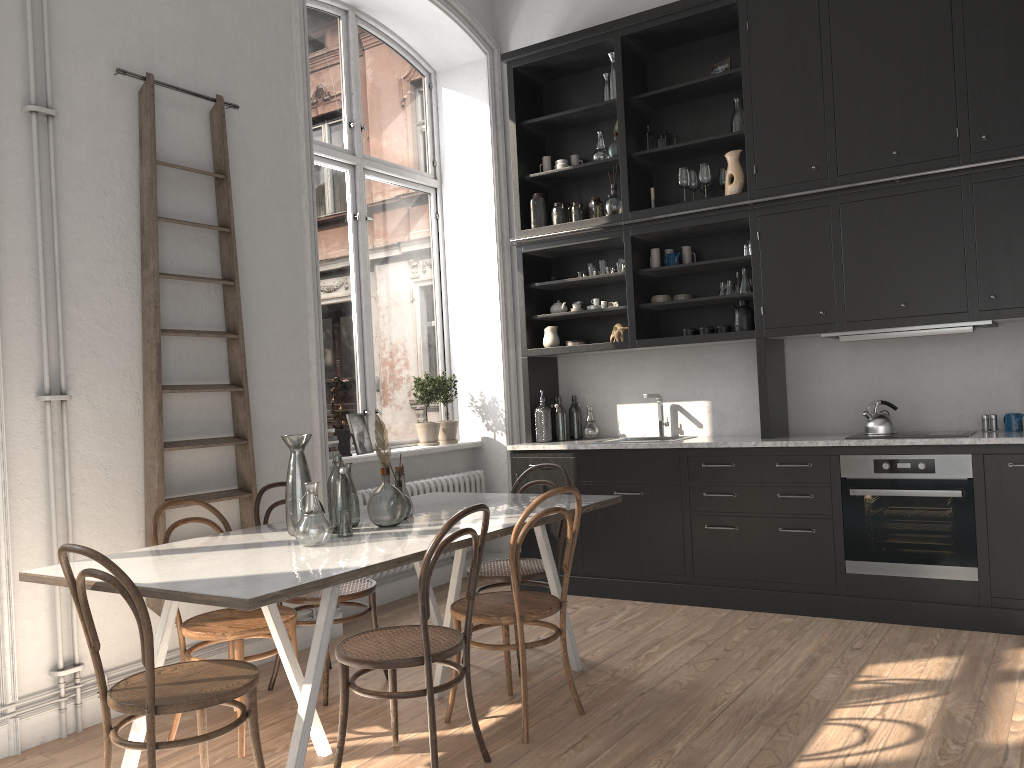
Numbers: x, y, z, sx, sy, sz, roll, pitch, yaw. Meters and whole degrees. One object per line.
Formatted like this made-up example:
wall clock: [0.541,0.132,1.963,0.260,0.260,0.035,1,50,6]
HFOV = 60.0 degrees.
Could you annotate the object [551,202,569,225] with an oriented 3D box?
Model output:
object: [0.321,-1.124,5.916,0.114,0.155,0.114,-3,-1,36]

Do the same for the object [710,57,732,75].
object: [1.289,-1.908,5.430,0.055,0.121,0.167,-3,-1,-32]

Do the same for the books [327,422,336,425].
books: [-1.190,0.241,5.252,0.174,0.019,0.243,-3,-1,33]

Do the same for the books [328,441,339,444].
books: [-1.186,0.353,5.255,0.193,0.014,0.255,-4,-1,36]

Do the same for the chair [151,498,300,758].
chair: [-1.119,0.916,3.521,0.549,0.920,0.438,-3,-1,31]

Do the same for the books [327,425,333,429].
books: [-1.186,0.261,5.256,0.155,0.022,0.205,-3,-1,28]

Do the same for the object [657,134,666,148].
object: [0.945,-1.521,5.606,0.053,0.125,0.041,-3,0,0]

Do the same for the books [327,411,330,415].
books: [-1.202,0.177,5.258,0.159,0.024,0.201,-3,-1,23]

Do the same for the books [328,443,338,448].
books: [-1.178,0.371,5.238,0.175,0.023,0.249,-3,-1,33]

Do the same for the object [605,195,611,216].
object: [0.655,-1.156,5.872,0.082,0.185,0.082,-3,0,33]

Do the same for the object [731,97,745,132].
object: [1.388,-1.612,5.412,0.110,0.255,0.100,-3,0,-2]

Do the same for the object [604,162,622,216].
object: [0.651,-1.246,5.667,0.134,0.357,0.134,-3,0,-12]

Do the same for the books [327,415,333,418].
books: [-1.190,0.198,5.257,0.155,0.020,0.205,-3,-1,33]

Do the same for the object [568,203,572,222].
object: [0.423,-1.137,6.054,0.092,0.184,0.092,-3,0,-2]

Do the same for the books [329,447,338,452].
books: [-1.176,0.394,5.238,0.175,0.023,0.249,-3,-1,28]

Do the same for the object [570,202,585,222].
object: [0.436,-1.127,5.907,0.096,0.150,0.096,-3,-1,21]

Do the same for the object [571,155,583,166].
object: [0.440,-1.495,6.063,0.059,0.135,0.082,-3,-1,-34]

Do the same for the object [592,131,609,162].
object: [0.588,-1.548,5.838,0.132,0.219,0.132,-3,0,7]

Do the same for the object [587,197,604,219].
object: [0.561,-1.150,5.939,0.092,0.184,0.092,-3,-1,-43]

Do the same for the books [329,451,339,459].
books: [-1.177,0.427,5.236,0.192,0.043,0.248,-3,-1,33]

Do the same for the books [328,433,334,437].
books: [-1.184,0.307,5.256,0.205,0.022,0.155,-2,-1,-43]

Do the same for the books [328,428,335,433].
books: [-1.188,0.283,5.262,0.158,0.024,0.222,-3,-1,33]

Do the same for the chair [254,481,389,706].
chair: [-0.876,0.911,4.046,0.549,0.920,0.438,-3,-1,40]

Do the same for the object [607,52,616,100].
object: [0.672,-1.976,5.762,0.100,0.330,0.097,-3,0,29]

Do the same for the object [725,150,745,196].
object: [1.316,-1.240,5.246,0.094,0.267,0.116,-3,0,-15]

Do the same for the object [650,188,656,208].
object: [0.889,-1.161,5.590,0.123,0.161,0.123,-3,-1,41]

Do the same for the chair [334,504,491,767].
chair: [-0.334,0.868,3.007,0.549,0.920,0.438,-3,0,28]

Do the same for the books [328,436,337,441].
books: [-1.189,0.332,5.254,0.193,0.028,0.245,-3,-1,28]

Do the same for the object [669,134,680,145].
object: [1.034,-1.524,5.627,0.044,0.121,0.058,-3,0,-30]

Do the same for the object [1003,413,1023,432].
object: [2.636,0.202,4.658,0.082,0.093,0.140,-3,-1,23]

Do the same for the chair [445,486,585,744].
chair: [0.013,0.857,3.479,0.549,0.920,0.438,-3,-1,44]

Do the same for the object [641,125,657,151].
object: [0.875,-1.555,5.664,0.084,0.199,0.065,-3,0,-35]

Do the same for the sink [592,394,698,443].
sink: [0.854,0.318,5.624,0.526,0.504,0.514,-3,-1,33]

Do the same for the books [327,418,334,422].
books: [-1.196,0.220,5.246,0.231,0.023,0.162,-2,-1,-42]

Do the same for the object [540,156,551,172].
object: [0.235,-1.484,6.081,0.059,0.135,0.082,-3,-1,-29]

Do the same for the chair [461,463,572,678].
chair: [0.036,0.867,4.297,0.549,0.920,0.438,-2,-1,-45]

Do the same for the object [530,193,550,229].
object: [0.188,-1.158,5.977,0.118,0.238,0.118,-3,0,18]

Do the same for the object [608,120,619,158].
object: [0.675,-1.615,5.742,0.123,0.340,0.118,-3,0,-38]

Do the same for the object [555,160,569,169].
object: [0.340,-1.471,6.043,0.096,0.095,0.096,-3,-1,-23]

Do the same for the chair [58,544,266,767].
chair: [-1.036,0.899,2.670,0.438,0.920,0.549,-3,-1,41]

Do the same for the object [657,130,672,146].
object: [0.986,-1.548,5.724,0.065,0.177,0.084,-3,-1,-35]

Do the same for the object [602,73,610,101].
object: [0.633,-1.924,5.849,0.070,0.231,0.067,-3,0,29]
